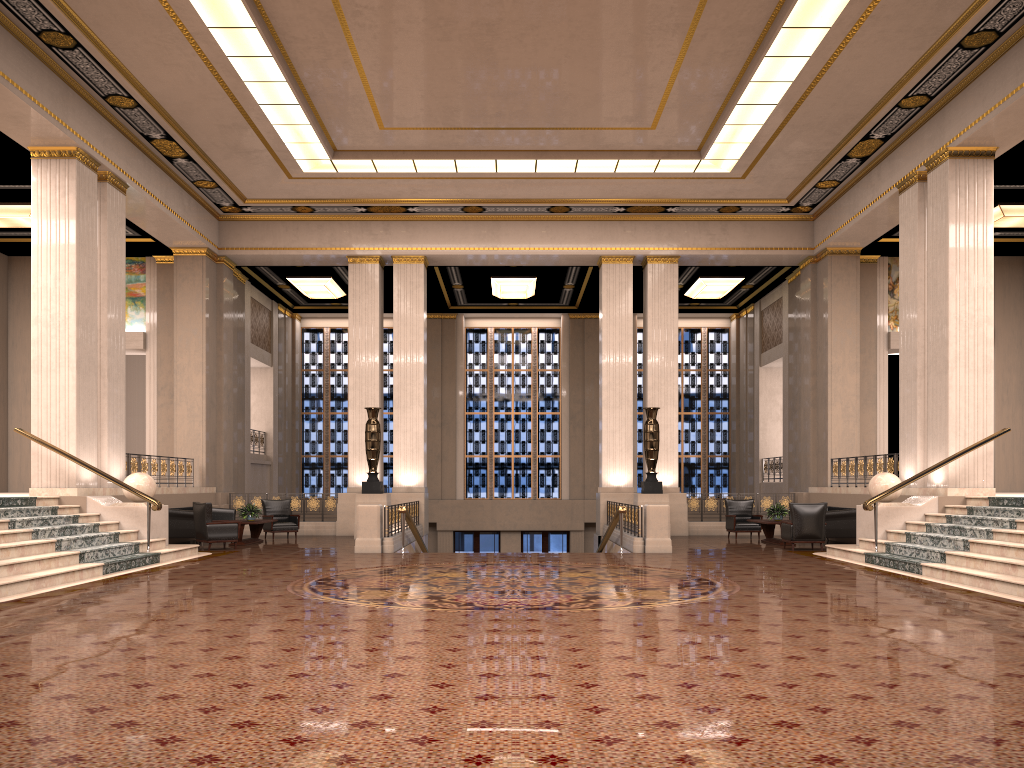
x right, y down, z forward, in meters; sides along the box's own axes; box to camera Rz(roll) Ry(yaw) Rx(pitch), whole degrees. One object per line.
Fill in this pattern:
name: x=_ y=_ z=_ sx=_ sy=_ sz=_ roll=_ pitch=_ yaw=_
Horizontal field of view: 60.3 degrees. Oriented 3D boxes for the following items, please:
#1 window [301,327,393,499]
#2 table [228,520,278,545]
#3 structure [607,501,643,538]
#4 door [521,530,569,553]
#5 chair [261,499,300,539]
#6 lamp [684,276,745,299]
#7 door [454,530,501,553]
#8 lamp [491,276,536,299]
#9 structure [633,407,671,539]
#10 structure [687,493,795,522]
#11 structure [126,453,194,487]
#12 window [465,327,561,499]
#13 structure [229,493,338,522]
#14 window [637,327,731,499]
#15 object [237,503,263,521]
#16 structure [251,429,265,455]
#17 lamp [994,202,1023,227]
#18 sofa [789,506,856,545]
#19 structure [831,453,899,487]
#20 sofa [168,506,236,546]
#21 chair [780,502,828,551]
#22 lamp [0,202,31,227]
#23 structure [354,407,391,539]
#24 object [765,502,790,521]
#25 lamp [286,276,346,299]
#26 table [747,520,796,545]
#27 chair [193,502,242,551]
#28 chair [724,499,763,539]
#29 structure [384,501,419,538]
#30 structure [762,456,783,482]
window: x=-5.079 y=0.914 z=27.437 sx=2.987 sy=5.357 sz=0.069 roll=0 pitch=0 yaw=0
table: x=-5.189 y=2.895 z=17.228 sx=0.838 sy=0.434 sz=1.483 roll=0 pitch=-6 yaw=0
structure: x=2.139 y=2.603 z=17.300 sx=0.079 sy=0.535 sz=4.964 roll=0 pitch=-6 yaw=-1
door: x=1.011 y=5.815 z=26.969 sx=1.491 sy=2.723 sz=0.155 roll=0 pitch=0 yaw=0
chair: x=-4.969 y=2.888 z=18.910 sx=0.648 sy=0.843 sz=0.719 roll=2 pitch=-3 yaw=-35
lamp: x=5.394 y=-2.558 z=23.642 sx=1.167 sy=0.214 sz=2.028 roll=0 pitch=-6 yaw=0
door: x=-1.077 y=5.815 z=26.969 sx=1.491 sy=2.723 sz=0.155 roll=0 pitch=0 yaw=0
lamp: x=0.043 y=-2.558 z=23.642 sx=1.167 sy=0.214 sz=2.028 roll=0 pitch=-6 yaw=0
structure: x=2.971 y=1.902 z=18.798 sx=0.700 sy=2.787 sz=0.701 roll=0 pitch=0 yaw=0
structure: x=5.228 y=2.826 z=20.191 sx=2.534 sy=0.655 sz=0.032 roll=0 pitch=0 yaw=0
structure: x=-6.922 y=1.722 z=17.298 sx=0.032 sy=0.622 sz=3.715 roll=0 pitch=-6 yaw=0
window: x=0.024 y=0.914 z=27.437 sx=2.987 sy=5.357 sz=0.069 roll=0 pitch=0 yaw=0
structure: x=-5.216 y=2.826 z=20.191 sx=2.534 sy=0.655 sz=0.032 roll=0 pitch=0 yaw=0
window: x=5.304 y=0.914 z=27.437 sx=2.987 sy=5.357 sz=0.069 roll=0 pitch=0 yaw=0
object: x=-5.088 y=2.474 z=17.113 sx=0.503 sy=0.376 sz=0.526 roll=-3 pitch=-5 yaw=32
structure: x=-6.965 y=1.564 z=23.757 sx=0.031 sy=0.665 sz=2.167 roll=0 pitch=-6 yaw=0
lamp: x=10.107 y=-3.284 z=17.320 sx=1.715 sy=0.214 sz=1.175 roll=0 pitch=-6 yaw=0
sofa: x=6.119 y=2.762 z=17.232 sx=0.875 sy=0.704 sz=1.933 roll=0 pitch=-6 yaw=0
structure: x=6.934 y=1.722 z=17.298 sx=0.032 sy=0.622 sz=3.715 roll=0 pitch=-6 yaw=0
sofa: x=-6.107 y=2.762 z=17.232 sx=0.875 sy=0.704 sz=1.933 roll=0 pitch=-6 yaw=0
chair: x=5.118 y=2.494 z=15.475 sx=0.647 sy=0.843 sz=0.720 roll=0 pitch=-3 yaw=0
lamp: x=-9.915 y=-3.284 z=17.320 sx=1.715 sy=0.214 sz=1.175 roll=0 pitch=-6 yaw=0
structure: x=-2.959 y=1.902 z=18.798 sx=0.700 sy=2.787 sz=0.701 roll=0 pitch=0 yaw=0
object: x=5.186 y=2.486 z=17.214 sx=0.503 sy=0.376 sz=0.526 roll=-3 pitch=-5 yaw=32
lamp: x=-5.216 y=-2.558 z=23.642 sx=1.167 sy=0.214 sz=2.028 roll=0 pitch=-6 yaw=0
table: x=5.201 y=2.895 z=17.228 sx=0.838 sy=0.434 sz=1.483 roll=0 pitch=-6 yaw=0
chair: x=-5.251 y=2.511 z=15.628 sx=0.718 sy=0.843 sz=0.649 roll=2 pitch=-3 yaw=-40
chair: x=4.966 y=2.888 z=18.914 sx=0.647 sy=0.843 sz=0.720 roll=0 pitch=-3 yaw=-5
structure: x=-2.094 y=2.603 z=17.300 sx=0.079 sy=0.535 sz=4.964 roll=0 pitch=-6 yaw=1
structure: x=7.073 y=2.308 z=23.757 sx=0.031 sy=0.665 sz=2.167 roll=0 pitch=-6 yaw=0
